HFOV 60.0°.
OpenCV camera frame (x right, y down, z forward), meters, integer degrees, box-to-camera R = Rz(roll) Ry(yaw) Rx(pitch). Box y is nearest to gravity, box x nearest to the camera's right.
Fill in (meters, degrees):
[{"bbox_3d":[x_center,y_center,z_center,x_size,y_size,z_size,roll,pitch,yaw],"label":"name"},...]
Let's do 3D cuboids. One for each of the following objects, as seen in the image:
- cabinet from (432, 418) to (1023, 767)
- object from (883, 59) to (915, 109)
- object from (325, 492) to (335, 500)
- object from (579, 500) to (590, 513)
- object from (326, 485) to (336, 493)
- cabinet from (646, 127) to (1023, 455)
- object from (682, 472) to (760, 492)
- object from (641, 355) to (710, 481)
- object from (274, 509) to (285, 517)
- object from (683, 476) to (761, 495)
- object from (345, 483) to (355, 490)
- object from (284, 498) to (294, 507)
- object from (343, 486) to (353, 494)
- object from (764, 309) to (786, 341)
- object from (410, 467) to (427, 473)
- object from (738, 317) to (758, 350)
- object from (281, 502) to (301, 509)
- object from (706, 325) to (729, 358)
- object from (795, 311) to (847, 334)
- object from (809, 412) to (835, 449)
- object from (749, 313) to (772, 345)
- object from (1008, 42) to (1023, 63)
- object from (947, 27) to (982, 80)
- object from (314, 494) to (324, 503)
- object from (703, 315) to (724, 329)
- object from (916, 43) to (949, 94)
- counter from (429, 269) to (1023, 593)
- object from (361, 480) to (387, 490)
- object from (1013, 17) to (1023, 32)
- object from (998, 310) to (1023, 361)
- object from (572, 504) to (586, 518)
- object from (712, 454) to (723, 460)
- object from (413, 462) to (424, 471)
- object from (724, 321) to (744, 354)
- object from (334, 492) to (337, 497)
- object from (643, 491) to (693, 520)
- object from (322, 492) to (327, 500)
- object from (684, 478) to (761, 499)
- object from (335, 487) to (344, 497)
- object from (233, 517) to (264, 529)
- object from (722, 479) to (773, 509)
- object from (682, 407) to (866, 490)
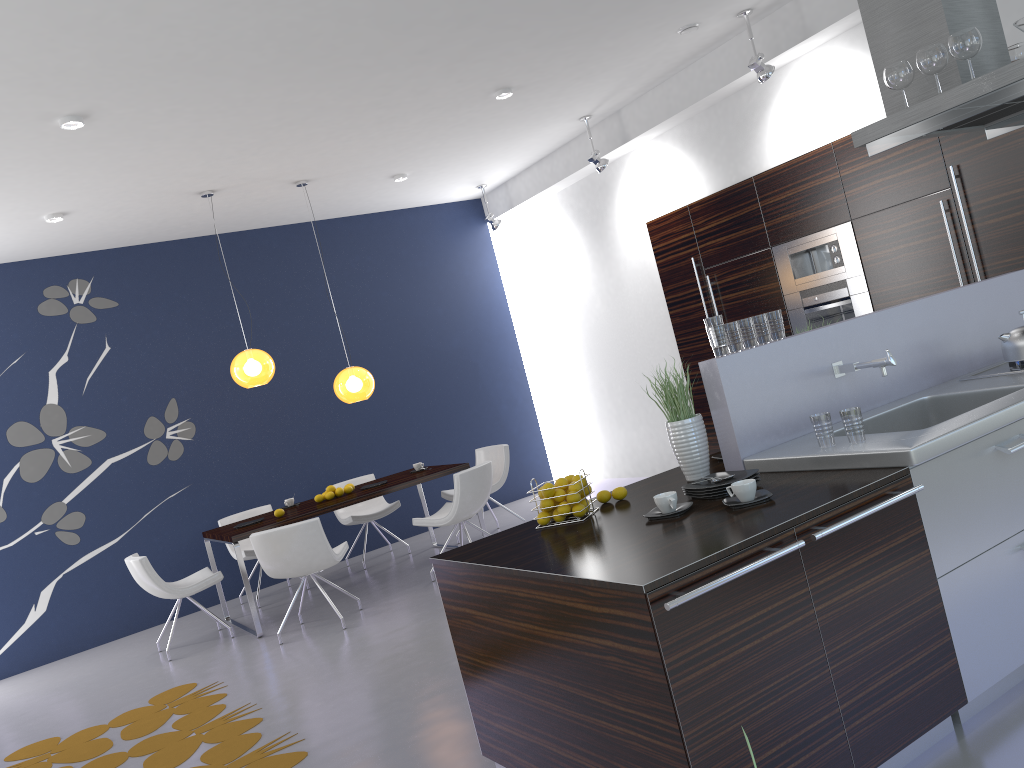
[{"bbox_3d":[1.485,0.621,3.590,3.285,0.852,1.377,-15,1,-31],"label":"cabinet"},{"bbox_3d":[1.696,-1.280,3.849,0.125,0.221,0.125,-15,1,-6],"label":"object"},{"bbox_3d":[-1.533,0.940,7.456,0.083,0.068,0.070,-14,1,28],"label":"object"},{"bbox_3d":[0.266,0.465,3.343,0.061,0.053,0.053,-14,1,12],"label":"object"},{"bbox_3d":[-1.532,0.892,7.508,0.083,0.068,0.070,-15,1,-27],"label":"object"},{"bbox_3d":[2.717,-0.599,7.072,0.669,2.500,3.600,-15,1,-31],"label":"cabinet"},{"bbox_3d":[0.736,0.350,3.118,0.232,0.020,0.232,-15,1,-27],"label":"object"},{"bbox_3d":[0.652,0.135,3.514,0.247,0.502,0.269,-14,1,12],"label":"object"},{"bbox_3d":[-1.853,1.028,7.065,0.083,0.068,0.070,-15,1,-27],"label":"object"},{"bbox_3d":[0.739,0.360,3.118,0.232,0.020,0.232,-15,1,-22],"label":"object"},{"bbox_3d":[-1.406,0.899,7.666,0.094,0.077,0.079,-14,1,33],"label":"object"},{"bbox_3d":[-1.935,1.034,7.725,0.081,0.064,0.101,-15,1,-6],"label":"object"},{"bbox_3d":[-1.402,0.904,7.581,0.083,0.068,0.070,-15,1,-27],"label":"object"},{"bbox_3d":[1.070,-0.236,3.601,0.071,0.119,0.072,-14,1,19],"label":"object"},{"bbox_3d":[-0.841,0.780,8.011,0.154,0.020,0.154,-14,1,15],"label":"object"},{"bbox_3d":[0.936,-0.201,3.519,0.072,0.119,0.071,-14,1,9],"label":"object"},{"bbox_3d":[-1.929,1.065,7.736,0.154,0.020,0.154,-14,1,14],"label":"object"},{"bbox_3d":[0.802,-0.165,3.437,0.072,0.119,0.071,-14,1,9],"label":"object"},{"bbox_3d":[1.380,-0.059,3.987,0.269,0.502,0.247,-15,1,-30],"label":"object"},{"bbox_3d":[1.102,0.165,3.136,0.072,0.119,0.071,-15,1,-31],"label":"object"},{"bbox_3d":[1.003,-0.219,3.560,0.072,0.119,0.071,-14,1,9],"label":"object"},{"bbox_3d":[2.355,-1.454,4.097,0.125,0.221,0.125,-15,1,-6],"label":"object"},{"bbox_3d":[1.847,-1.316,3.588,0.125,0.221,0.125,-15,1,-6],"label":"object"},{"bbox_3d":[-1.619,0.962,7.453,0.083,0.068,0.070,-15,1,-27],"label":"object"},{"bbox_3d":[0.792,-0.202,3.436,0.072,0.119,0.071,-14,1,9],"label":"object"},{"bbox_3d":[1.775,-1.299,3.714,0.125,0.221,0.125,-15,1,-6],"label":"object"},{"bbox_3d":[1.432,0.403,3.577,3.291,1.300,1.302,-15,1,-31],"label":"counter"},{"bbox_3d":[-1.189,0.875,7.651,0.232,0.020,0.232,-15,1,-2],"label":"object"},{"bbox_3d":[2.046,-1.341,3.448,0.137,0.174,0.137,-14,1,24],"label":"object"},{"bbox_3d":[2.208,-0.221,3.795,0.229,0.196,0.220,-15,1,-38],"label":"object"},{"bbox_3d":[0.248,0.470,3.286,0.053,0.053,0.061,-14,1,14],"label":"object"},{"bbox_3d":[0.991,0.293,3.790,0.232,0.020,0.232,-15,1,-22],"label":"object"},{"bbox_3d":[-0.840,0.747,8.012,0.101,0.064,0.081,-15,1,-5],"label":"object"},{"bbox_3d":[0.869,-0.183,3.478,0.072,0.119,0.071,-14,1,9],"label":"object"},{"bbox_3d":[-1.507,0.930,7.572,0.069,0.071,0.081,-14,1,36],"label":"object"},{"bbox_3d":[0.520,0.404,2.974,0.153,0.069,0.153,-14,1,33],"label":"object"},{"bbox_3d":[-1.575,0.950,7.529,0.083,0.068,0.070,-14,1,28],"label":"object"},{"bbox_3d":[0.741,0.369,3.119,0.232,0.020,0.232,-15,1,-22],"label":"object"},{"bbox_3d":[-1.460,0.914,7.505,0.076,0.080,0.094,-15,1,-29],"label":"object"},{"bbox_3d":[-2.112,1.121,7.123,0.232,0.020,0.232,-15,1,-2],"label":"object"},{"bbox_3d":[0.749,0.347,2.836,0.153,0.069,0.153,-14,1,3],"label":"object"},{"bbox_3d":[0.899,0.232,3.136,0.646,0.147,0.269,-15,1,-6],"label":"object"}]
